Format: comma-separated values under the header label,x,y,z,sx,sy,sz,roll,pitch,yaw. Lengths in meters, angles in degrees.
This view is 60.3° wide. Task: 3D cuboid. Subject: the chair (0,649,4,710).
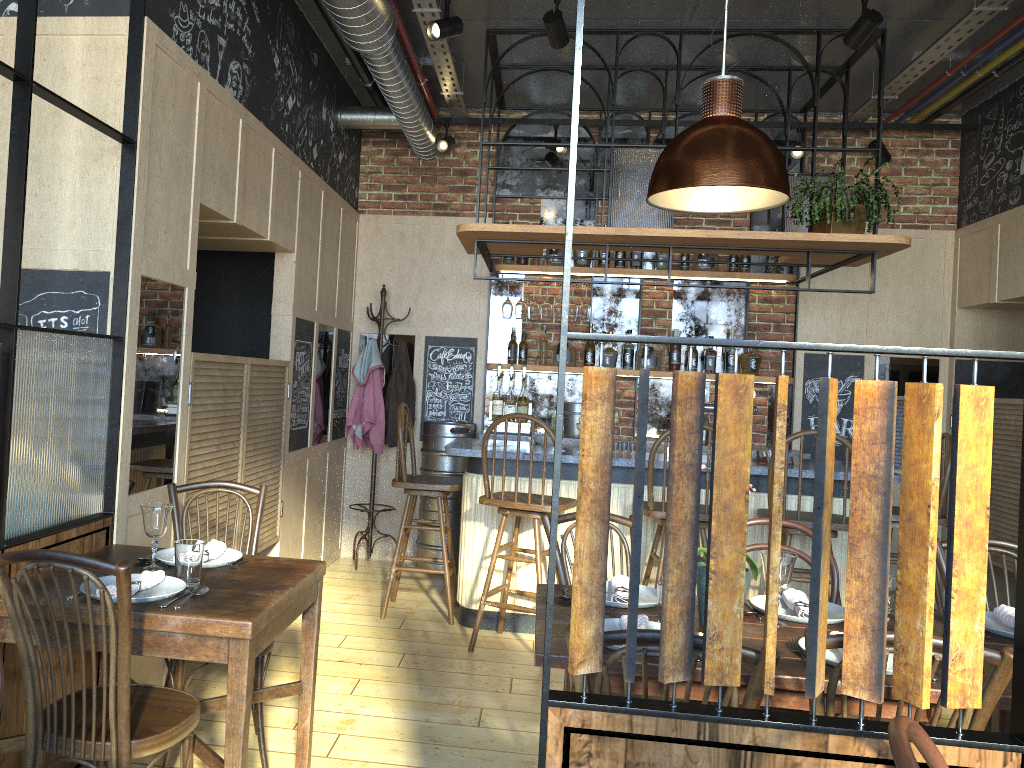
label,x,y,z,sx,sy,sz,roll,pitch,yaw
chair,-1.064,0.824,1.327,0.436,0.921,0.552,3,-1,-4

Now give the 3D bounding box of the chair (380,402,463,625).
label,x,y,z,sx,sy,sz,roll,pitch,yaw
chair,-0.489,0.712,5.050,0.416,1.196,0.431,3,-1,4

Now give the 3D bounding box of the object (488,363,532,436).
label,x,y,z,sx,sy,sz,roll,pitch,yaw
object,-0.009,0.106,6.199,0.314,0.492,0.202,3,-1,6

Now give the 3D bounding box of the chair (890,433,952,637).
label,x,y,z,sx,sy,sz,roll,pitch,yaw
chair,2.105,0.846,4.716,0.422,1.196,0.424,3,-1,14

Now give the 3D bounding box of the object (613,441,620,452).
label,x,y,z,sx,sy,sz,roll,pitch,yaw
object,0.585,0.355,4.973,0.041,0.059,0.042,3,-1,-6

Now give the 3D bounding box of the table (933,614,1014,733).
label,x,y,z,sx,sy,sz,roll,pitch,yaw
table,1.695,1.062,2.151,1.042,0.728,0.720,3,0,6

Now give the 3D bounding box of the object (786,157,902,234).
label,x,y,z,sx,sy,sz,roll,pitch,yaw
object,1.755,-0.939,4.543,0.485,0.369,0.622,3,0,-18

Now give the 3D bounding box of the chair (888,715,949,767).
label,x,y,z,sx,sy,sz,roll,pitch,yaw
chair,0.723,0.916,1.018,0.572,0.921,0.420,2,-1,27

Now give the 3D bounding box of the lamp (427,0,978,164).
label,x,y,z,sx,sy,sz,roll,pitch,yaw
lamp,0.983,-1.665,3.020,7.304,0.274,6.201,3,0,5

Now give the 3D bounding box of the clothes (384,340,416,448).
label,x,y,z,sx,sy,sz,roll,pitch,yaw
clothes,-0.787,0.073,6.281,0.213,0.771,0.236,3,-1,1

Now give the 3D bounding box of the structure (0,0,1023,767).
label,x,y,z,sx,sy,sz,roll,pitch,yaw
structure,0.635,-0.293,3.430,5.750,3.327,6.136,3,0,-12

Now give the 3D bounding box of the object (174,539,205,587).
label,x,y,z,sx,sy,sz,roll,pitch,yaw
object,-0.910,0.503,2.480,0.088,0.119,0.080,2,-1,36

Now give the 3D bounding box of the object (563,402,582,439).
label,x,y,z,sx,sy,sz,roll,pitch,yaw
object,0.452,0.252,6.145,0.208,0.246,0.227,3,-1,-35

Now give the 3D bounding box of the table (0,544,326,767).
label,x,y,z,sx,sy,sz,roll,pitch,yaw
table,-1.014,0.922,2.560,0.758,0.727,0.743,3,0,5

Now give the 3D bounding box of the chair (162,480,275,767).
label,x,y,z,sx,sy,sz,roll,pitch,yaw
chair,-1.020,0.822,3.047,0.393,0.915,0.537,3,-1,-21

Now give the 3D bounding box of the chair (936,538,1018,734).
label,x,y,z,sx,sy,sz,roll,pitch,yaw
chair,1.510,0.953,2.590,0.409,0.915,0.517,3,-1,4

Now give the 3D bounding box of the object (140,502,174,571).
label,x,y,z,sx,sy,sz,roll,pitch,yaw
object,-1.072,0.459,2.648,0.102,0.192,0.094,2,-1,25

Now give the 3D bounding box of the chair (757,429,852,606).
label,x,y,z,sx,sy,sz,roll,pitch,yaw
chair,1.435,0.812,4.314,0.442,1.196,0.405,3,-1,9

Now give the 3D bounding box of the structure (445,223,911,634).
label,x,y,z,sx,sy,sz,roll,pitch,yaw
structure,0.836,0.286,5.384,2.364,2.174,1.722,3,-1,5

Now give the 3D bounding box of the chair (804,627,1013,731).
label,x,y,z,sx,sy,sz,roll,pitch,yaw
chair,0.741,0.915,1.857,0.412,0.915,0.512,3,-1,9

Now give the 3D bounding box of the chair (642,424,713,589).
label,x,y,z,sx,sy,sz,roll,pitch,yaw
chair,0.841,0.781,4.391,0.435,1.196,0.412,3,-1,-1

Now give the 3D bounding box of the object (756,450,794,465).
label,x,y,z,sx,sy,sz,roll,pitch,yaw
object,1.420,0.383,4.755,0.172,0.091,0.093,3,0,-19

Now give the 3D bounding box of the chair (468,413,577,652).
label,x,y,z,sx,sy,sz,roll,pitch,yaw
chair,0.075,0.742,4.458,0.451,1.196,0.397,2,-1,24

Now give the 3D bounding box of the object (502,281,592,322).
label,x,y,z,sx,sy,sz,roll,pitch,yaw
object,0.194,-0.461,4.928,0.503,0.208,0.065,3,-1,7

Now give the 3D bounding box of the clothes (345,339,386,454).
label,x,y,z,sx,sy,sz,roll,pitch,yaw
clothes,-1.001,0.078,6.096,0.281,0.792,0.231,2,-1,31

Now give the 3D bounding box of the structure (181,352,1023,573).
label,x,y,z,sx,sy,sz,roll,pitch,yaw
structure,0.726,0.471,4.889,4.857,0.995,1.305,3,0,-19

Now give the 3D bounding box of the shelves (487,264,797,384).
label,x,y,z,sx,sy,sz,roll,pitch,yaw
shelves,0.902,-0.427,6.373,2.143,0.746,0.597,3,-1,7

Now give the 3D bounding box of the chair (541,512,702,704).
label,x,y,z,sx,sy,sz,roll,pitch,yaw
chair,0.342,0.893,2.752,0.393,0.915,0.537,3,-1,-21

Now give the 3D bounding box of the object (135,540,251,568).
label,x,y,z,sx,sy,sz,roll,pitch,yaw
object,-1.000,0.533,2.772,0.330,0.051,0.265,3,0,9

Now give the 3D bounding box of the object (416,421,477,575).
label,x,y,z,sx,sy,sz,roll,pitch,yaw
object,-0.461,0.786,6.187,0.417,1.035,0.381,2,-1,40

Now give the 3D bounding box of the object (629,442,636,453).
label,x,y,z,sx,sy,sz,roll,pitch,yaw
object,0.680,0.360,4.969,0.041,0.059,0.042,3,-1,-6

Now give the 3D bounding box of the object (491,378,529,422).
label,x,y,z,sx,sy,sz,roll,pitch,yaw
object,-0.009,0.112,6.213,0.262,0.303,0.084,3,-1,7

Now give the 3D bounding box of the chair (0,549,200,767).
label,x,y,z,sx,sy,sz,roll,pitch,yaw
chair,-1.009,0.825,2.186,0.412,0.915,0.512,3,-1,9

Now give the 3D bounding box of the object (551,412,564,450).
label,x,y,z,sx,sy,sz,roll,pitch,yaw
object,0.253,0.260,4.875,0.067,0.211,0.070,3,-1,-12

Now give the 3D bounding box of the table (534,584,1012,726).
label,x,y,z,sx,sy,sz,roll,pitch,yaw
table,0.561,1.003,2.298,1.042,0.728,0.720,3,0,6

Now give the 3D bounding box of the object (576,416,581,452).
label,x,y,z,sx,sy,sz,roll,pitch,yaw
object,0.402,0.274,4.838,0.110,0.197,0.101,2,-1,33

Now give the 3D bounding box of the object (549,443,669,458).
label,x,y,z,sx,sy,sz,roll,pitch,yaw
object,0.589,0.333,4.777,0.776,0.106,0.198,3,0,7

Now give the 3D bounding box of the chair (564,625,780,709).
label,x,y,z,sx,sy,sz,roll,pitch,yaw
chair,0.284,0.892,1.786,0.412,0.915,0.512,3,-1,9

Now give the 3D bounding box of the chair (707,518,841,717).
label,x,y,z,sx,sy,sz,roll,pitch,yaw
chair,0.810,0.917,2.771,0.453,0.921,0.531,3,-1,21

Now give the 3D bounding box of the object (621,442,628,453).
label,x,y,z,sx,sy,sz,roll,pitch,yaw
object,0.635,0.358,4.983,0.041,0.059,0.042,3,-1,-6

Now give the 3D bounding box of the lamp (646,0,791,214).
label,x,y,z,sx,sy,sz,roll,pitch,yaw
lamp,0.580,-1.154,2.362,0.356,1.335,0.380,3,-1,-23
